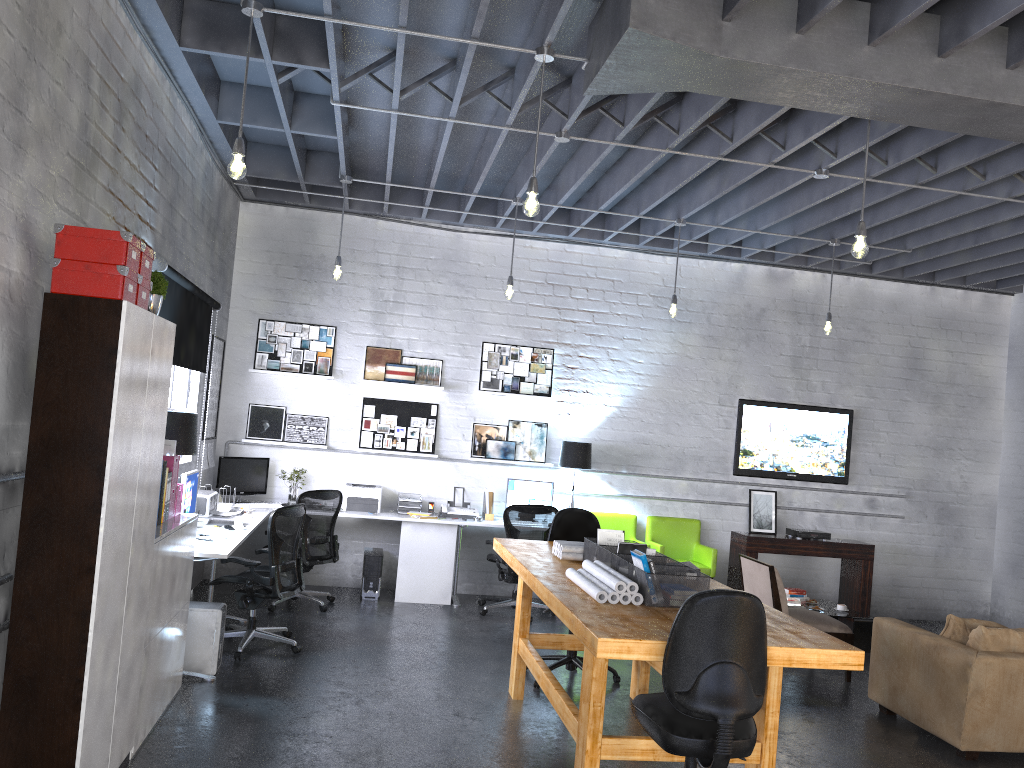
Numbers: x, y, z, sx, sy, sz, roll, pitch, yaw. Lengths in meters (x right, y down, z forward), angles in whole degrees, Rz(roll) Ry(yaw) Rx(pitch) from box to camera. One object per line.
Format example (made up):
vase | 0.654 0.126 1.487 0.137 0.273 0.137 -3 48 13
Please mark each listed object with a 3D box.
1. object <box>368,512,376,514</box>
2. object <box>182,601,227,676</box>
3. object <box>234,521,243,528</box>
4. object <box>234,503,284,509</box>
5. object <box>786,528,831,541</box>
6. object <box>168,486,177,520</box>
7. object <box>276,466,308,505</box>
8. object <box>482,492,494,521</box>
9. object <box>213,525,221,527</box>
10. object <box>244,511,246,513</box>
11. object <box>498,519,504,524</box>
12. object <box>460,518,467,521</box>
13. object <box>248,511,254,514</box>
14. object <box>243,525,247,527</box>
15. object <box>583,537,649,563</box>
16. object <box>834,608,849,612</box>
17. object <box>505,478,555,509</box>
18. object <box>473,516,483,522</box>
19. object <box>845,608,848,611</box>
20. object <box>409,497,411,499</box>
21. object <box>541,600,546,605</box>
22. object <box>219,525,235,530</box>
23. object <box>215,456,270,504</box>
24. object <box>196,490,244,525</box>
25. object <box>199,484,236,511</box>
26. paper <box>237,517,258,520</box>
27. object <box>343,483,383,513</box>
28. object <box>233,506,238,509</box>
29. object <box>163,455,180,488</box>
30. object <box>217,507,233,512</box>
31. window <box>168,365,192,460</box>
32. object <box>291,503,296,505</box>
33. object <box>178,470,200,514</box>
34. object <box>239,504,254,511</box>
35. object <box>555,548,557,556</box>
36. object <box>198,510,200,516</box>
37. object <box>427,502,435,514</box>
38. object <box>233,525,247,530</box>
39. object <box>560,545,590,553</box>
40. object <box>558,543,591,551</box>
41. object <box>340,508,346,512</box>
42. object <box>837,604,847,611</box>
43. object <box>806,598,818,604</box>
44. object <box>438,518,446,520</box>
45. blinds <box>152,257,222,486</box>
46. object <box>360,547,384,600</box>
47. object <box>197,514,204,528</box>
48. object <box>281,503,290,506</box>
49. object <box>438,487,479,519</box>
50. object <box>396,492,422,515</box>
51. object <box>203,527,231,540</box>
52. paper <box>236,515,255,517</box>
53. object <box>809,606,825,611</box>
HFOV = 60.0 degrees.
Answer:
object | -1.306 1.205 8.276 0.075 0.016 0.017 4 -3 16
object | -2.075 1.595 5.588 0.478 0.411 0.200 5 -2 -9
object | -2.004 1.033 6.519 0.078 0.049 0.062 7 -3 -39
object | -2.283 1.101 8.021 0.181 0.028 0.422 3 -4 41
object | 3.097 1.574 9.275 0.371 0.082 0.266 5 -3 -9
object | -2.025 0.662 5.004 0.214 0.177 0.161 5 -2 -9
object | -2.101 0.973 8.496 0.271 0.362 0.297 3 -3 36
object | -0.229 1.201 8.748 0.087 0.259 0.236 5 -2 -9
object | -2.144 1.043 6.483 0.076 0.016 0.017 6 -3 -19
object | -2.269 1.084 7.494 0.057 0.013 0.013 6 -3 -17
object | 0.085 1.333 8.505 0.422 0.028 0.181 6 -3 -14
object | -0.462 1.287 8.419 0.076 0.016 0.017 3 -3 41
object | -2.223 1.084 7.497 0.071 0.020 0.058 2 -4 45
object | -1.963 1.060 6.595 0.025 0.021 0.119 4 -3 18
object | 0.604 1.008 5.203 0.316 0.156 0.306 5 -3 -9
object | 3.005 2.062 8.090 0.131 0.016 0.131 5 -3 -3
object | 0.166 1.160 8.813 0.465 0.417 0.212 5 -2 -4
object | -0.323 1.283 8.457 0.095 0.050 0.095 7 -3 -41
object | 3.054 2.059 8.088 0.022 0.009 0.108 3 -3 30
object | -0.999 1.111 8.654 0.011 0.010 0.126 5 -3 0
object | 0.432 1.968 8.661 0.180 0.411 0.476 5 -2 -9
object | -2.061 1.037 6.416 0.114 0.036 0.058 6 -3 -19
object | -2.516 0.892 8.250 0.147 0.427 0.560 4 -3 28
object | -2.292 0.935 6.740 0.485 0.230 0.420 5 -3 -9
object | -2.509 0.966 7.479 0.324 0.208 0.233 5 -2 -9
paper | -2.142 1.084 7.166 0.159 0.001 0.115 6 -3 -21
object | -1.439 1.098 8.568 0.351 0.235 0.351 5 -3 -9
object | -2.445 1.083 7.791 0.048 0.012 0.111 7 -3 -29
object | -2.010 0.486 5.010 0.214 0.177 0.161 5 -2 -9
object | -2.466 1.023 7.140 0.392 0.064 0.259 5 -3 -9
window | -2.548 -0.009 6.482 0.030 1.219 1.822 5 -3 -9
object | -1.866 1.123 8.264 0.279 0.081 0.411 7 -4 -39
object | -2.292 0.810 6.122 0.212 0.417 0.465 5 -2 -9
object | -2.298 1.072 7.682 0.130 0.049 0.130 5 -3 8
object | 0.527 1.063 5.518 0.520 0.047 0.047 5 -2 -9
object | -2.269 0.973 6.403 0.013 0.124 0.006 6 -2 -35
object | -0.794 1.218 8.709 0.093 0.116 0.067 5 -2 -9
object | -2.012 1.056 6.513 0.119 0.016 0.119 5 -3 9
object | 0.551 1.018 5.396 0.520 0.047 0.046 6 -2 -11
object | 0.542 1.020 5.451 0.520 0.047 0.046 5 -2 -9
object | -1.612 1.175 8.265 0.103 0.021 0.131 7 -3 -29
object | 3.008 2.039 8.093 0.077 0.052 0.081 3 -3 39
object | 2.834 2.051 8.416 0.151 0.040 0.151 5 -3 8
object | -0.660 1.271 8.367 0.008 0.007 0.142 4 -3 25
blinds | -2.421 0.064 6.501 0.100 1.631 2.120 5 -2 -9
object | -1.337 1.802 8.455 0.180 0.411 0.476 5 -2 -9
object | -2.291 0.989 6.418 0.082 0.090 0.090 4 -2 16
object | -2.101 1.124 8.243 0.114 0.036 0.058 3 -3 31
object | -0.527 1.163 8.705 0.405 0.280 0.399 5 -3 -9
object | -0.999 1.168 8.634 0.229 0.180 0.316 5 -3 -9
object | -2.037 1.028 6.122 0.181 0.028 0.422 6 -3 -19
paper | -2.189 1.086 7.284 0.159 0.001 0.115 6 -3 -26
object | 2.764 2.031 8.047 0.137 0.031 0.137 4 -3 17
